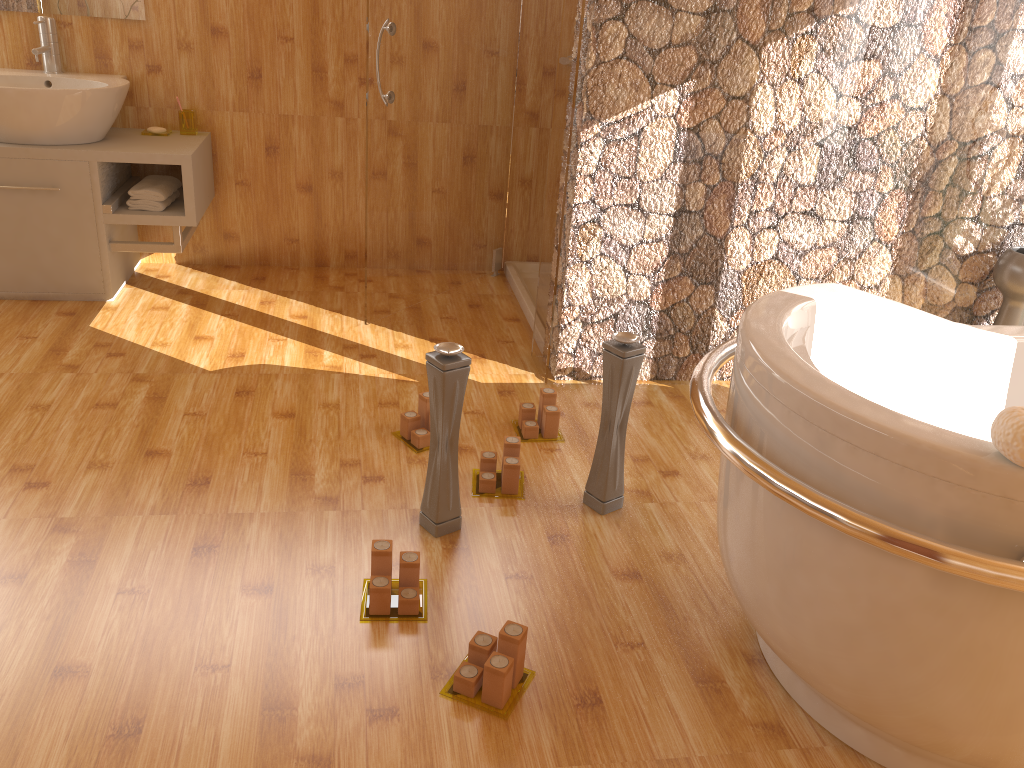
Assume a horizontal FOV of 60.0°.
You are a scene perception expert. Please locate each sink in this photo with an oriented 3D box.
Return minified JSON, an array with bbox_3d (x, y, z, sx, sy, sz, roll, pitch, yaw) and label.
[{"bbox_3d":[-1.747,-1.118,3.251,0.634,0.409,0.533,0,25,-10],"label":"sink"}]

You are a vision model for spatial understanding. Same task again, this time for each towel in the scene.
[{"bbox_3d":[-1.379,-0.759,3.428,0.140,0.048,0.225,2,25,-5],"label":"towel"},{"bbox_3d":[-1.389,-0.721,3.435,0.140,0.048,0.225,2,25,-5],"label":"towel"}]

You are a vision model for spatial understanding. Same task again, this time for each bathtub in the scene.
[{"bbox_3d":[1.292,0.185,1.734,1.946,0.900,0.977,1,25,-8],"label":"bathtub"}]

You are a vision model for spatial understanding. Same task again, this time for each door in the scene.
[{"bbox_3d":[-0.246,-1.363,3.280,0.077,2.147,0.983,18,27,26],"label":"door"}]

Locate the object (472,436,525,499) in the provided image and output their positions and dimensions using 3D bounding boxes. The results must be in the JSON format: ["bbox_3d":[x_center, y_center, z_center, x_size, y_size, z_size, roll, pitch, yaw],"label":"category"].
[{"bbox_3d":[-0.032,0.212,2.369,0.141,0.131,0.141,3,25,-3],"label":"object"}]

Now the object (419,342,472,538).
[{"bbox_3d":[0.382,-0.894,2.703,0.347,1.921,2.276,19,28,28],"label":"object"}]

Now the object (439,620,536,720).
[{"bbox_3d":[-0.041,0.521,1.691,0.141,0.131,0.141,14,26,20],"label":"object"}]

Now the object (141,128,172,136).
[{"bbox_3d":[-1.422,-1.008,3.551,0.100,0.010,0.100,0,25,-10],"label":"object"}]

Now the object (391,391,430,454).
[{"bbox_3d":[-0.253,0.100,2.573,0.141,0.131,0.141,-14,31,-35],"label":"object"}]

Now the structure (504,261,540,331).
[{"bbox_3d":[0.511,-0.338,3.764,0.955,0.050,1.000,0,25,-10],"label":"structure"}]

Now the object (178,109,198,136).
[{"bbox_3d":[-1.307,-1.056,3.579,0.060,0.093,0.060,0,25,-10],"label":"object"}]

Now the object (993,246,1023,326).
[{"bbox_3d":[1.962,-0.408,2.900,0.655,1.112,0.284,9,25,9],"label":"object"}]

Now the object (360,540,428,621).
[{"bbox_3d":[-0.250,0.410,1.896,0.141,0.131,0.141,2,25,-7],"label":"object"}]

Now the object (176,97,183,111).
[{"bbox_3d":[-1.318,-1.084,3.548,0.012,0.132,0.063,12,26,16],"label":"object"}]

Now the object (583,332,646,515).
[{"bbox_3d":[0.257,0.103,2.241,0.080,0.478,0.080,-14,31,-36],"label":"object"}]

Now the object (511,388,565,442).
[{"bbox_3d":[0.082,0.084,2.668,0.141,0.131,0.141,0,25,-11],"label":"object"}]

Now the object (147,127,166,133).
[{"bbox_3d":[-1.422,-1.016,3.549,0.050,0.023,0.075,15,27,22],"label":"object"}]

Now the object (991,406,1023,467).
[{"bbox_3d":[0.743,0.075,1.212,0.166,0.077,0.105,3,25,-3],"label":"object"}]

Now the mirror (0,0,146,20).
[{"bbox_3d":[-1.753,-1.656,3.290,0.698,0.523,0.005,0,25,-10],"label":"mirror"}]

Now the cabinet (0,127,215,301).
[{"bbox_3d":[-1.787,-0.676,3.460,1.136,0.570,0.517,0,25,-10],"label":"cabinet"}]
